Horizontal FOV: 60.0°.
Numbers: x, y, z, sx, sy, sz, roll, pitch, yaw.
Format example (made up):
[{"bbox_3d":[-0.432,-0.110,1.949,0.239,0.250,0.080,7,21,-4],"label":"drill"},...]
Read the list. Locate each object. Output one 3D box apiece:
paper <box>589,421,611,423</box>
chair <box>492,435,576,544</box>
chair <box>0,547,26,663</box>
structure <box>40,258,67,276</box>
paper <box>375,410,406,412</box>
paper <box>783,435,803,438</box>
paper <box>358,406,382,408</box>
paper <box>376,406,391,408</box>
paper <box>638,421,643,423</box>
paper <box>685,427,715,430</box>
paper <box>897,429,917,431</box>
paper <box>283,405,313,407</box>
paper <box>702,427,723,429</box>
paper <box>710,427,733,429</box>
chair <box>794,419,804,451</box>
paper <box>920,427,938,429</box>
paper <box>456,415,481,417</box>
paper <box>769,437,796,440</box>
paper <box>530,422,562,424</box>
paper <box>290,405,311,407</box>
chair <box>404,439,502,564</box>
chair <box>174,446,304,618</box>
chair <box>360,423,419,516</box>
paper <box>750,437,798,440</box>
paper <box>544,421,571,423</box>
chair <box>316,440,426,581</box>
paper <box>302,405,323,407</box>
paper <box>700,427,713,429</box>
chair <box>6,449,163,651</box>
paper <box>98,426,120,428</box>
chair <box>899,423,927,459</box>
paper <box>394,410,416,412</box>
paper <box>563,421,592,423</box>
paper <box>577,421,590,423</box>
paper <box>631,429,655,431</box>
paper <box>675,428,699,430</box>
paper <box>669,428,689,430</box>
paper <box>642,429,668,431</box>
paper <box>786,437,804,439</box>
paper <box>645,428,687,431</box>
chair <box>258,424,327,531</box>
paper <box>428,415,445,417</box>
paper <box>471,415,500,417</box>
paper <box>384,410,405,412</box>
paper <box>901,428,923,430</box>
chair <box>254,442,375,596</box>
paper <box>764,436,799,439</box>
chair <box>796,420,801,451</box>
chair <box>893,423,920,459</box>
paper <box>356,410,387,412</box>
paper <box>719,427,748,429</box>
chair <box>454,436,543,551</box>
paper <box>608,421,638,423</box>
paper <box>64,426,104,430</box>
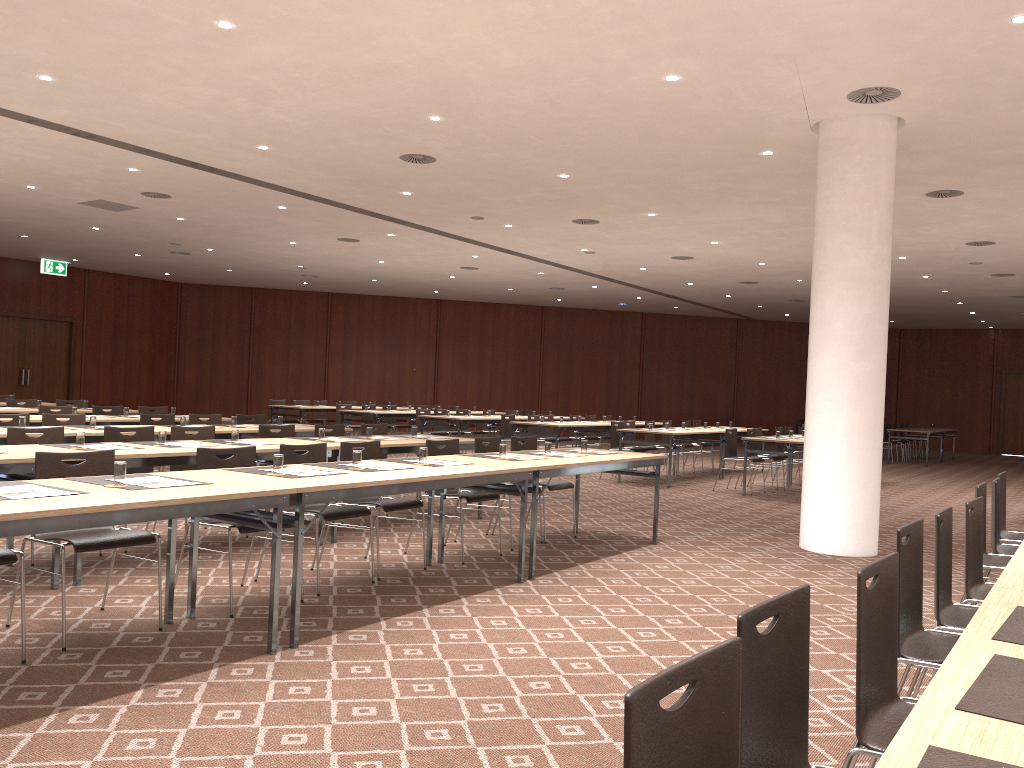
[{"bbox_3d":[1.740,0.727,17.019,0.565,0.003,0.460,2,0,32],"label":"paper"},{"bbox_3d":[0.230,0.970,8.377,0.613,0.939,0.536,3,0,35],"label":"chair"},{"bbox_3d":[-2.644,0.813,4.077,0.613,0.939,0.536,3,0,34],"label":"chair"},{"bbox_3d":[-11.070,-2.818,21.432,0.105,0.346,0.587,3,0,34],"label":"structure"},{"bbox_3d":[-2.484,0.543,17.903,0.565,0.003,0.460,2,0,33],"label":"paper"},{"bbox_3d":[4.545,0.834,13.986,0.565,0.003,0.460,2,0,31],"label":"paper"},{"bbox_3d":[-3.240,0.525,20.342,0.565,0.003,0.460,2,0,36],"label":"paper"},{"bbox_3d":[-2.853,0.546,20.886,0.565,0.003,0.460,2,0,34],"label":"paper"},{"bbox_3d":[2.480,0.767,18.106,0.565,0.003,0.460,2,0,34],"label":"paper"},{"bbox_3d":[3.430,0.796,15.915,0.565,0.003,0.460,2,0,35],"label":"paper"},{"bbox_3d":[9.472,1.102,21.393,0.565,0.003,0.460,2,0,34],"label":"paper"},{"bbox_3d":[-4.460,0.458,18.484,0.565,0.003,0.460,2,0,32],"label":"paper"},{"bbox_3d":[3.802,0.816,16.457,0.565,0.003,0.460,2,0,34],"label":"paper"},{"bbox_3d":[3.858,0.815,16.442,0.398,0.006,0.283,2,0,37],"label":"paper"},{"bbox_3d":[7.774,1.403,23.340,0.613,0.939,0.536,3,0,31],"label":"chair"},{"bbox_3d":[11.461,1.210,24.377,0.565,0.003,0.460,2,0,31],"label":"paper"},{"bbox_3d":[-0.783,0.613,16.786,0.565,0.003,0.460,2,0,30],"label":"paper"},{"bbox_3d":[3.920,0.795,12.922,0.398,0.006,0.283,2,0,33],"label":"paper"},{"bbox_3d":[0.491,0.659,15.142,0.565,0.003,0.460,2,0,33],"label":"paper"},{"bbox_3d":[-4.393,0.457,18.462,0.398,0.006,0.283,2,0,34],"label":"paper"},{"bbox_3d":[-0.458,0.932,7.272,0.613,0.939,0.536,3,0,34],"label":"chair"},{"bbox_3d":[-1.671,0.866,5.457,0.613,0.939,0.536,3,0,36],"label":"chair"},{"bbox_3d":[-1.388,0.905,9.615,0.613,0.939,0.536,3,0,33],"label":"chair"},{"bbox_3d":[3.829,0.795,12.938,0.565,0.003,0.460,2,0,34],"label":"paper"},{"bbox_3d":[0.853,0.679,15.685,0.565,0.003,0.460,2,0,34],"label":"paper"},{"bbox_3d":[-1.018,0.902,6.573,0.613,0.939,0.536,3,0,33],"label":"chair"},{"bbox_3d":[-4.143,0.476,19.012,0.565,0.003,0.460,2,0,37],"label":"paper"},{"bbox_3d":[3.519,0.796,15.914,0.398,0.006,0.283,2,0,33],"label":"paper"},{"bbox_3d":[-2.255,0.835,4.722,0.613,0.939,0.536,3,0,37],"label":"chair"},{"bbox_3d":[-3.827,0.420,8.537,0.398,0.006,0.283,2,0,36],"label":"paper"},{"bbox_3d":[11.110,1.560,24.526,0.613,0.939,0.536,3,0,37],"label":"chair"},{"bbox_3d":[-2.088,0.564,18.425,0.565,0.003,0.460,2,0,37],"label":"paper"},{"bbox_3d":[1.242,0.700,16.223,0.565,0.003,0.460,2,0,35],"label":"paper"},{"bbox_3d":[1.301,0.698,16.199,0.398,0.006,0.283,2,0,33],"label":"paper"},{"bbox_3d":[2.154,0.727,14.016,0.565,0.003,0.460,2,0,33],"label":"paper"},{"bbox_3d":[2.963,0.766,15.135,0.398,0.006,0.283,2,0,32],"label":"paper"},{"bbox_3d":[2.906,0.768,15.116,0.565,0.003,0.460,2,0,35],"label":"paper"},{"bbox_3d":[2.253,0.727,14.020,0.398,0.006,0.283,2,0,33],"label":"paper"},{"bbox_3d":[4.273,0.814,13.451,0.398,0.006,0.283,2,0,36],"label":"paper"},{"bbox_3d":[2.524,0.747,14.554,0.565,0.003,0.460,2,0,33],"label":"paper"},{"bbox_3d":[-2.143,0.863,8.423,0.613,0.939,0.536,3,0,36],"label":"chair"},{"bbox_3d":[-1.165,0.592,16.220,0.565,0.003,0.460,2,0,36],"label":"paper"},{"bbox_3d":[-0.438,0.632,17.328,0.565,0.003,0.460,2,0,33],"label":"paper"},{"bbox_3d":[-2.375,0.544,17.912,0.398,0.006,0.283,2,0,32],"label":"paper"},{"bbox_3d":[10.228,1.143,22.491,0.565,0.003,0.460,2,0,35],"label":"paper"},{"bbox_3d":[-1.324,0.885,6.053,0.613,0.939,0.536,3,0,33],"label":"chair"},{"bbox_3d":[4.185,0.815,13.478,0.565,0.003,0.460,2,0,36],"label":"paper"},{"bbox_3d":[7.473,1.385,22.681,0.613,0.939,0.536,3,0,36],"label":"chair"},{"bbox_3d":[10.759,1.542,24.130,0.613,0.939,0.536,3,0,34],"label":"chair"},{"bbox_3d":[-2.795,0.526,17.371,0.565,0.003,0.460,2,0,32],"label":"paper"},{"bbox_3d":[4.155,0.835,16.964,0.565,0.003,0.460,2,0,34],"label":"paper"},{"bbox_3d":[-0.097,0.952,7.951,0.613,0.939,0.536,3,0,31],"label":"chair"},{"bbox_3d":[2.142,0.749,17.548,0.565,0.003,0.460,2,0,37],"label":"paper"},{"bbox_3d":[-3.920,0.419,8.497,0.565,0.003,0.460,2,0,33],"label":"paper"}]
